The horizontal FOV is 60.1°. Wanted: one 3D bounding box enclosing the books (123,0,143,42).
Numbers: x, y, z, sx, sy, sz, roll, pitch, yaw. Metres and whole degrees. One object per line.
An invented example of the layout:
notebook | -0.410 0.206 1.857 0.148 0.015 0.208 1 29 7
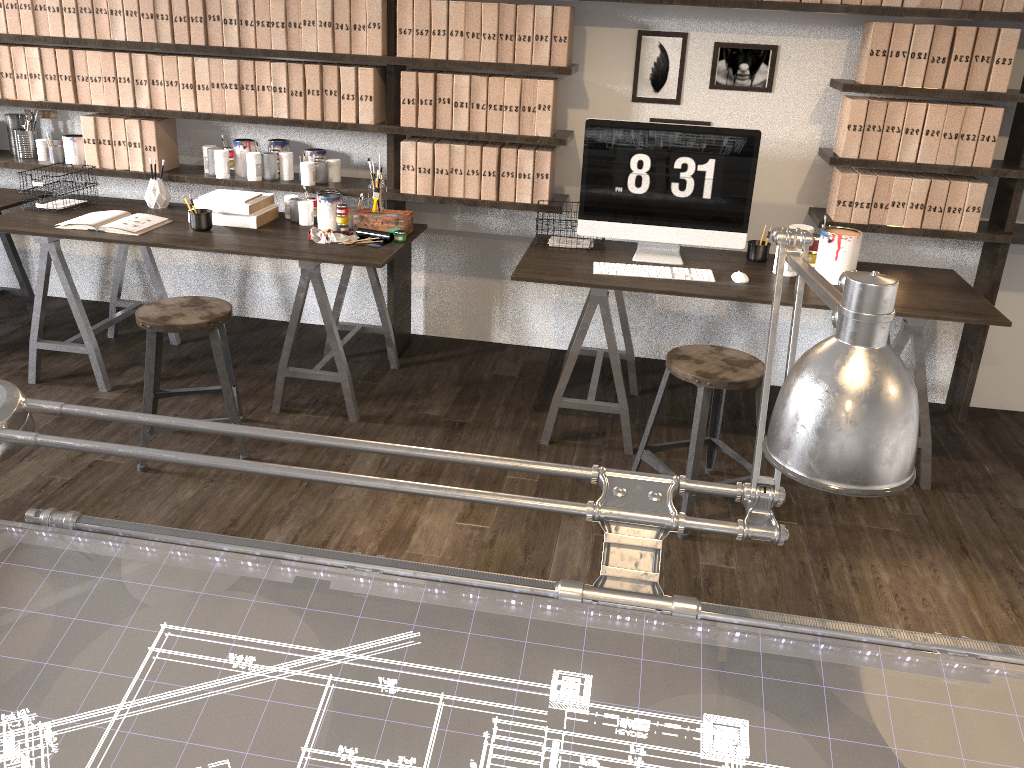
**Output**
books | -1.562 -1.560 3.750 0.067 0.222 0.177 6 22 8

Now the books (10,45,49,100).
books | -2.118 -1.381 3.924 0.067 0.222 0.177 6 22 8

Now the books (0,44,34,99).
books | -2.188 -1.388 3.934 0.067 0.222 0.177 6 22 8

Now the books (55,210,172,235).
books | -1.591 -0.652 3.549 0.355 0.029 0.260 6 23 8

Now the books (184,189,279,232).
books | -1.169 -0.729 3.639 0.294 0.145 0.392 6 23 8

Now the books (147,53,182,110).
books | -1.493 -1.312 3.838 0.067 0.222 0.177 6 22 8

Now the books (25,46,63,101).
books | -2.049 -1.371 3.911 0.067 0.222 0.177 6 22 8

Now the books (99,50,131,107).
books | -1.706 -1.333 3.860 0.067 0.222 0.177 6 22 8

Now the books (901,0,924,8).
books | 1.463 -1.491 3.232 0.067 0.221 0.177 6 22 8

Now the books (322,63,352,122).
books | -0.733 -1.229 3.731 0.067 0.221 0.177 6 22 8

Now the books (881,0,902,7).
books | 1.391 -1.498 3.240 0.067 0.222 0.177 6 22 8

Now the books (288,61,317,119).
books | -0.880 -1.245 3.751 0.067 0.222 0.177 6 22 8

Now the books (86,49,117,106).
books | -1.767 -1.341 3.873 0.067 0.221 0.177 6 22 8

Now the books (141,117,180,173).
books | -1.563 -1.067 3.941 0.067 0.222 0.177 6 22 8

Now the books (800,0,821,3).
books | 1.113 -1.528 3.278 0.067 0.222 0.177 6 22 8

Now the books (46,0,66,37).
books | -1.911 -1.600 3.802 0.067 0.221 0.177 6 22 8

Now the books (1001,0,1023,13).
books | 1.796 -1.454 3.184 0.067 0.222 0.177 6 22 8

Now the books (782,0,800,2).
books | 1.041 -1.536 3.288 0.067 0.222 0.177 6 22 8

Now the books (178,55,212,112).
books | -1.356 -1.295 3.813 0.067 0.222 0.177 6 22 8

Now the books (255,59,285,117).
books | -1.020 -1.260 3.770 0.067 0.222 0.177 6 22 8

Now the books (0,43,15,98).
books | -2.256 -1.393 3.938 0.067 0.222 0.177 6 22 8

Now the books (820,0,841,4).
books | 1.184 -1.522 3.271 0.067 0.222 0.177 6 22 8

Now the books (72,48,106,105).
books | -1.831 -1.349 3.884 0.067 0.221 0.177 6 22 8

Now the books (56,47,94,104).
books | -1.905 -1.355 3.890 0.067 0.222 0.177 6 22 8

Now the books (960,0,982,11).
books | 1.657 -1.471 3.208 0.067 0.222 0.177 6 22 8

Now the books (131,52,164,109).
books | -1.562 -1.318 3.844 0.067 0.222 0.177 6 22 8

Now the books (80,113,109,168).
books | -1.841 -1.095 3.973 0.067 0.222 0.177 6 22 8

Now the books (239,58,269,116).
books | -1.090 -1.268 3.780 0.067 0.222 0.177 6 22 8

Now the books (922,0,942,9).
books | 1.525 -1.485 3.225 0.067 0.221 0.177 6 22 8

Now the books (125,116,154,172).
books | -1.634 -1.073 3.946 0.067 0.222 0.177 6 22 8

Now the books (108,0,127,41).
books | -1.632 -1.569 3.763 0.067 0.222 0.177 6 22 8

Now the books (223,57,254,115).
books | -1.157 -1.273 3.784 0.067 0.222 0.177 6 22 8

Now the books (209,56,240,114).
books | -1.222 -1.282 3.797 0.067 0.221 0.177 6 22 8

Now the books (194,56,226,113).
books | -1.284 -1.288 3.805 0.067 0.221 0.177 6 22 8

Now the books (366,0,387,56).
books | -0.535 -1.448 3.606 0.067 0.222 0.177 6 22 8

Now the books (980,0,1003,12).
books | 1.727 -1.463 3.198 0.067 0.222 0.177 6 22 8

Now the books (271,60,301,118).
books | -0.951 -1.251 3.757 0.067 0.222 0.177 6 22 8

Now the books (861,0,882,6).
books | 1.322 -1.507 3.254 0.067 0.222 0.177 6 22 8

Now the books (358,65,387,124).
books | -0.582 -1.211 3.706 0.067 0.221 0.177 6 22 8

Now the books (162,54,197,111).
books | -1.425 -1.304 3.826 0.067 0.222 0.177 6 22 8

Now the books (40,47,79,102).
books | -1.978 -1.366 3.905 0.067 0.222 0.177 6 22 8

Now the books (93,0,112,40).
books | -1.700 -1.579 3.776 0.067 0.222 0.177 6 22 8

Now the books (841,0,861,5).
books | 1.254 -1.516 3.265 0.067 0.222 0.177 6 22 8

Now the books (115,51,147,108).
books | -1.634 -1.325 3.850 0.067 0.222 0.177 6 22 8

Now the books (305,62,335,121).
books | -0.807 -1.235 3.736 0.067 0.222 0.177 6 22 8

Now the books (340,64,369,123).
books | -0.659 -1.219 3.715 0.067 0.222 0.177 6 22 8

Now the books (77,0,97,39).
books | -1.770 -1.585 3.784 0.067 0.222 0.177 6 22 8

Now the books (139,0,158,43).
books | -1.490 -1.552 3.740 0.067 0.222 0.177 6 22 8

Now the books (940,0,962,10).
books | 1.590 -1.476 3.212 0.067 0.222 0.177 6 22 8

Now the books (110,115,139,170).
books | -1.703 -1.082 3.960 0.067 0.222 0.177 6 22 8

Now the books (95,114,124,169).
books | -1.773 -1.090 3.970 0.067 0.222 0.177 6 22 8

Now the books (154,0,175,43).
books | -1.427 -1.547 3.735 0.067 0.221 0.177 6 22 8
